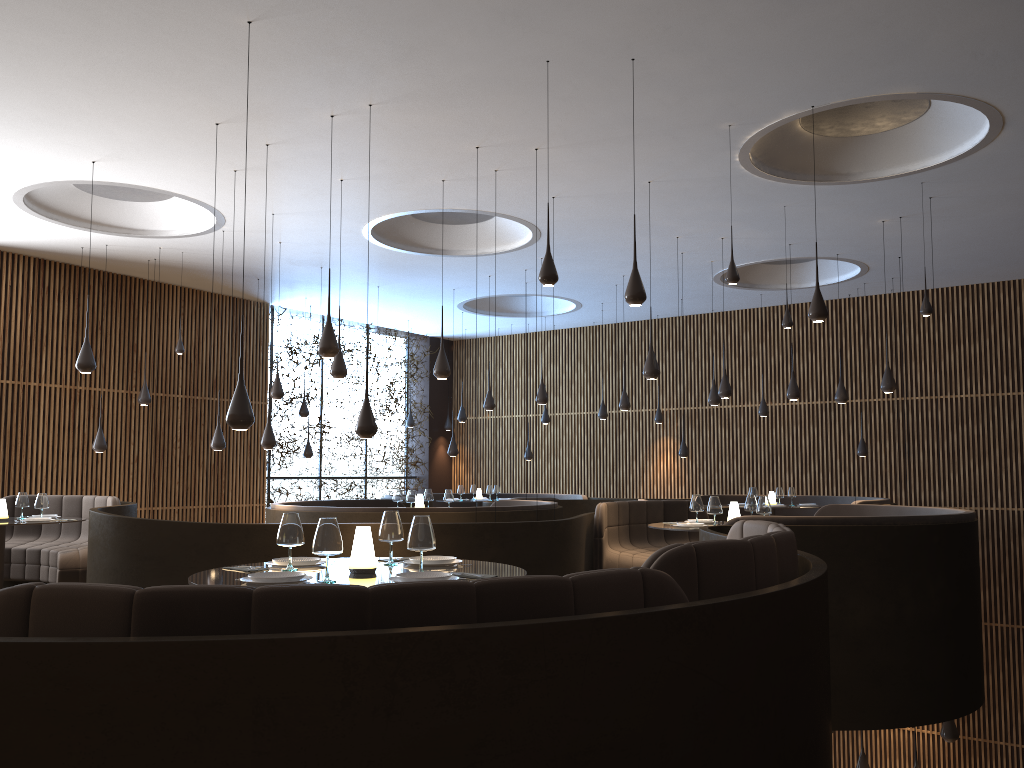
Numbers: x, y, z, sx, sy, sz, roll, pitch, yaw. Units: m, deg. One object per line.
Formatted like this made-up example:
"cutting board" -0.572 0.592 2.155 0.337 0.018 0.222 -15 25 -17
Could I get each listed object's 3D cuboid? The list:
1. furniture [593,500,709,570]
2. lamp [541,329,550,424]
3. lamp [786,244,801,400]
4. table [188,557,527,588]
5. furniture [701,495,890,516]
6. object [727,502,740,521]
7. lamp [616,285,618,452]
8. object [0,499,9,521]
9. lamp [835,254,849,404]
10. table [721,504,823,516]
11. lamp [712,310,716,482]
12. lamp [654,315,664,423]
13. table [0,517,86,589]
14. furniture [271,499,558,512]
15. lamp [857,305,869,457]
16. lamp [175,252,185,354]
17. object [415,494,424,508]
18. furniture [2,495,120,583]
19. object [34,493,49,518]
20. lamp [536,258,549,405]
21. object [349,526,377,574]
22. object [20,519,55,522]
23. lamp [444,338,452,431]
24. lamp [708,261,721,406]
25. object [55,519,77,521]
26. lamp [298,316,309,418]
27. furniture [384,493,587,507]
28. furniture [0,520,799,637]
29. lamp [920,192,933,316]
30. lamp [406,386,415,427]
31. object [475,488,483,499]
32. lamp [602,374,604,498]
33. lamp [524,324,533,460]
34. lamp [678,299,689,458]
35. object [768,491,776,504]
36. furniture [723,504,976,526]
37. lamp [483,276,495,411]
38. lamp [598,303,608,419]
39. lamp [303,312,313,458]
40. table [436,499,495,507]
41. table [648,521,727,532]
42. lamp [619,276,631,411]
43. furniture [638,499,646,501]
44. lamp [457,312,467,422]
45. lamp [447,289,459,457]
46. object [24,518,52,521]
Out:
"furniture" 1.699 1.920 10.467 0.932 1.058 2.535 -4 -7 40
"lamp" 0.696 -0.279 18.455 0.196 2.219 0.196 -2 -5 20
"lamp" 3.962 -0.880 12.563 0.196 2.219 0.196 -2 -5 30
"table" -0.761 1.469 4.481 1.674 1.021 1.674 -5 -7 43
"furniture" 4.858 2.387 14.617 1.981 1.045 3.942 2 -6 -23
"object" 2.173 1.269 8.674 0.144 0.231 0.142 -1 -5 9
"lamp" 1.802 1.411 15.111 0.196 6.262 0.196 4 -6 -40
"object" -5.539 1.363 9.620 0.142 0.231 0.145 3 -6 -34
"lamp" 4.850 -0.822 13.130 0.196 2.219 0.196 -2 -5 20
"table" 4.182 2.467 14.235 1.673 1.021 1.676 -2 -6 24
"lamp" 4.001 1.651 17.449 0.196 6.262 0.196 4 -6 -40
"lamp" 3.002 -0.305 18.192 0.196 2.219 0.196 -2 -5 20
"table" -5.539 1.987 9.573 1.673 1.021 1.675 -3 -6 26
"furniture" -1.314 2.180 12.101 3.880 1.115 3.799 -1 -6 10
"lamp" 6.103 -0.207 15.543 0.196 2.954 0.196 -2 -5 20
"lamp" -4.872 -1.192 13.062 0.133 1.505 0.133 -2 -5 30
"object" -1.267 1.625 12.177 0.144 0.231 0.142 4 -6 -40
"furniture" -5.395 1.845 10.399 2.533 1.058 0.933 -3 -6 31
"object" -5.121 1.336 9.659 0.142 0.295 0.142 -3 -6 37
"lamp" 0.451 -0.799 13.374 0.196 2.219 0.196 2 -5 -20
"object" -0.761 0.844 4.528 0.142 0.231 0.145 -1 -5 13
"object" -5.040 1.450 9.431 0.332 0.014 0.332 0 -6 5
"lamp" -1.523 0.004 21.236 0.196 2.219 0.196 3 -5 -30
"lamp" 3.077 -0.778 13.571 0.196 2.219 0.196 2 -5 -20
"object" -4.886 1.484 9.690 0.262 0.017 0.127 -3 -7 27
"lamp" -3.831 -0.490 16.409 0.196 2.219 0.196 2 -5 -20
"furniture" -0.486 2.658 17.010 3.883 1.045 3.800 -1 -6 11
"furniture" 0.148 1.205 3.731 4.246 1.119 1.471 5 -7 -42
"lamp" 4.610 -1.509 9.918 0.133 1.505 0.133 -2 -5 30
"lamp" -2.261 -0.143 19.802 0.196 2.219 0.196 3 -5 -30
"object" -0.641 2.145 17.255 0.142 0.231 0.145 -1 -5 15
"lamp" 1.802 1.656 17.508 0.196 6.262 0.196 4 -6 -40
"lamp" 0.358 0.165 19.214 0.196 2.954 0.196 -2 -5 20
"lamp" 3.169 -0.113 16.477 0.196 2.954 0.196 -2 -5 20
"object" 4.183 1.843 14.282 0.142 0.231 0.145 -2 -5 26
"furniture" 3.623 1.811 9.040 1.982 1.045 3.941 -3 -7 31
"lamp" -0.369 -0.673 14.575 0.196 2.219 0.196 2 -5 -20
"lamp" 1.725 -0.438 16.900 0.196 2.219 0.196 -2 -5 20
"lamp" -3.913 -0.049 17.133 0.196 2.954 0.196 2 -5 -20
"table" -0.642 2.769 17.208 1.672 1.021 1.676 0 -5 -5
"table" 2.173 1.894 8.627 1.672 1.021 1.676 2 -6 -21
"lamp" 1.840 -0.677 14.557 0.196 2.219 0.196 2 -5 -20
"furniture" 2.541 2.349 13.883 0.900 1.045 2.537 1 -6 -14
"lamp" -0.996 -0.344 17.834 0.196 2.219 0.196 -2 -5 20
"lamp" -1.029 -0.204 15.603 0.196 2.954 0.196 -2 -5 30
"object" -5.040 1.440 9.432 0.263 0.029 0.264 -1 -6 11
